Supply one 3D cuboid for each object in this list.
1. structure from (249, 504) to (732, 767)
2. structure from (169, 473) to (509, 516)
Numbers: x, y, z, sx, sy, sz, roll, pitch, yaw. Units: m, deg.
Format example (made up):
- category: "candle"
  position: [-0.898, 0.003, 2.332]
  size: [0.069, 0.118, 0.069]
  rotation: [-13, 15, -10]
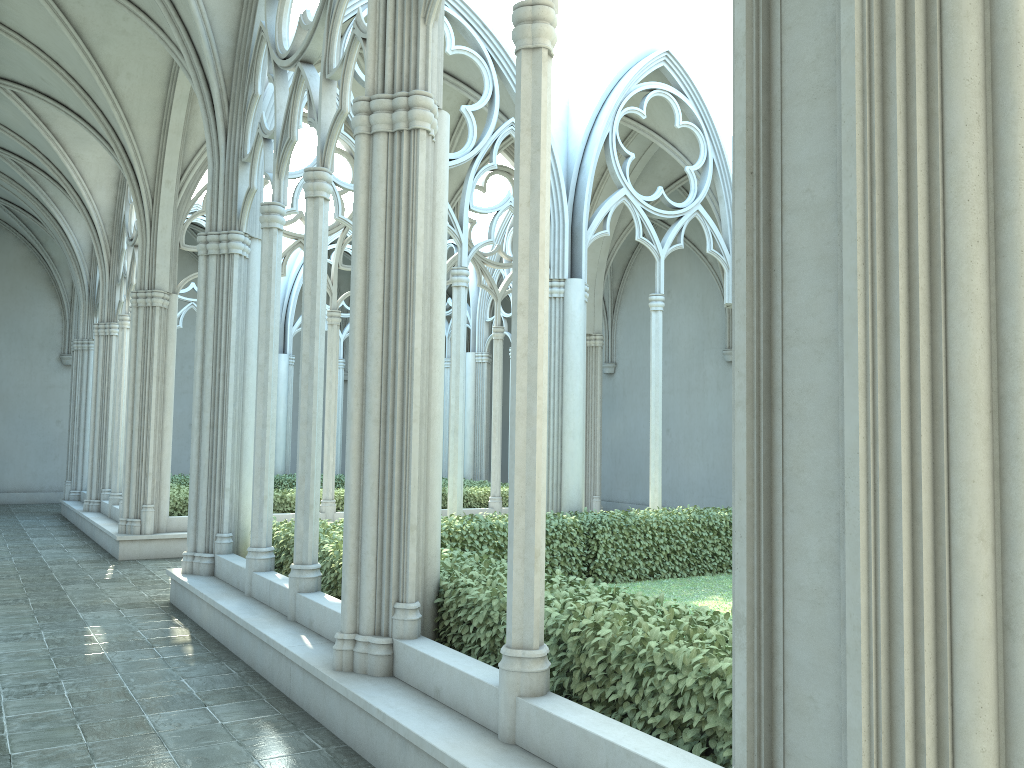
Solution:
- category: "structure"
  position: [2.578, 1.901, 8.345]
  size: [7.995, 0.963, 8.018]
  rotation: [3, -5, -32]
- category: "structure"
  position: [-4.282, 2.547, 19.445]
  size: [7.995, 0.963, 8.018]
  rotation: [3, -5, -32]
